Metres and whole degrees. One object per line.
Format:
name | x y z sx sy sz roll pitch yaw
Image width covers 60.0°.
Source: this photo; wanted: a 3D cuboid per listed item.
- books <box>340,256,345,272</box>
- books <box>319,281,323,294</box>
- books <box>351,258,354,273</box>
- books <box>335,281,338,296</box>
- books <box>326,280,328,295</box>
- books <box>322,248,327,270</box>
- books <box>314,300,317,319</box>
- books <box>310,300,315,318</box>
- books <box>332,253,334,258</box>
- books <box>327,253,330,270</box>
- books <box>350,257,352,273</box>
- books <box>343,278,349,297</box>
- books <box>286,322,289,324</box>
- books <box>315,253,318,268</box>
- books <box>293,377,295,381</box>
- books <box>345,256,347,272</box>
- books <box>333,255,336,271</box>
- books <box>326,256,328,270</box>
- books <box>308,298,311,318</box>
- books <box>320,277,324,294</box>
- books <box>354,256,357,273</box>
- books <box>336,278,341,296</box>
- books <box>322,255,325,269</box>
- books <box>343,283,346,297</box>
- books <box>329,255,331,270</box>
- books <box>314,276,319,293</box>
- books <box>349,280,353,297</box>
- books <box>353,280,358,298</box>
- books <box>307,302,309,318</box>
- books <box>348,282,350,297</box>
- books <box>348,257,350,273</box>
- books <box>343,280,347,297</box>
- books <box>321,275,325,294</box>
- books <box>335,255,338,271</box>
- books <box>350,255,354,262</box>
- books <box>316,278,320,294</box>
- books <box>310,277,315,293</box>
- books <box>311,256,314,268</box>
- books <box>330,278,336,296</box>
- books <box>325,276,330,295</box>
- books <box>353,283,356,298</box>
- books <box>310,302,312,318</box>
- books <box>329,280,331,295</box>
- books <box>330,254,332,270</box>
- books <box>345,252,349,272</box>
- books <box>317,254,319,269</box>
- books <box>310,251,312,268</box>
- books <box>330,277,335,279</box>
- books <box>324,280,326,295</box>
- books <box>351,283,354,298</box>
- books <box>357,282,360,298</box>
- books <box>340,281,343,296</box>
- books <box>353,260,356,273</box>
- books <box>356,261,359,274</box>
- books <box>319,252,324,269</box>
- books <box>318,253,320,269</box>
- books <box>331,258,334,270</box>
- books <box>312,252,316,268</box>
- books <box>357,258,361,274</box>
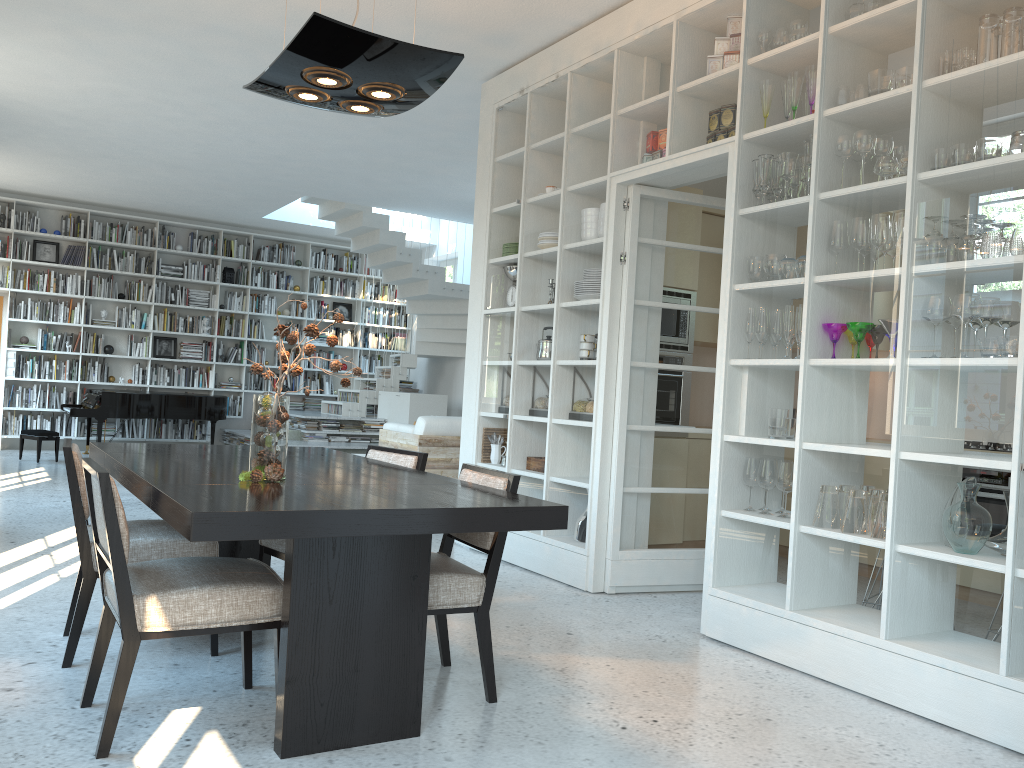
books | -2.562 -1.798 13.394 0.019 0.256 0.169 3 0 -31
books | -2.871 -1.427 13.220 0.025 0.207 0.175 3 0 -31
books | -2.453 -1.781 13.461 0.018 0.235 0.186 3 0 -31
books | -2.665 -1.424 13.335 0.030 0.230 0.187 3 0 -31
books | -2.806 -1.436 13.291 0.024 0.236 0.146 3 0 -31
books | -2.805 -1.853 13.246 0.014 0.332 0.180 3 0 -31
books | -2.948 -1.103 13.213 0.012 0.285 0.159 3 0 -31
books | -2.981 -1.107 13.186 0.065 0.289 0.145 3 0 -31
books | -2.715 -1.820 13.332 0.012 0.279 0.153 3 0 -31
books | -2.772 -1.816 13.272 0.014 0.262 0.168 3 0 -31
books | -2.479 -1.793 13.470 0.017 0.257 0.146 3 0 -31
books | -2.520 -1.447 13.429 0.022 0.294 0.180 3 0 -31
books | -3.298 -0.760 13.020 0.016 0.290 0.135 3 0 -31
books | -2.936 -1.817 13.169 0.026 0.242 0.184 3 0 -31
books | -3.239 -0.017 13.085 0.012 0.282 0.143 3 0 -31
books | -2.538 -1.795 13.418 0.016 0.252 0.189 3 0 -31
books | -2.688 -1.806 13.345 0.012 0.254 0.161 3 0 -31
books | -2.802 -1.796 13.278 0.030 0.220 0.133 3 0 -31
books | -3.026 -1.116 13.162 0.015 0.301 0.140 3 0 -31
books | -2.850 -1.452 13.238 0.026 0.261 0.167 3 0 -31
books | -2.405 -1.799 13.517 0.025 0.279 0.136 3 0 -31
books | -2.630 -1.448 13.387 0.048 0.283 0.162 3 0 -31
books | -2.833 -1.804 13.244 0.030 0.231 0.148 3 0 -31
books | -2.567 -1.411 13.408 0.031 0.217 0.165 3 0 -31
books | -2.758 -1.802 13.282 0.022 0.236 0.172 3 0 -31
books | -2.931 -1.468 13.199 0.052 0.282 0.166 3 0 -31
books | -2.475 -1.433 13.458 0.036 0.272 0.177 3 0 -31
books | -2.399 -1.433 13.519 0.026 0.284 0.147 3 0 -31
books | -3.054 -1.094 13.162 0.030 0.253 0.128 3 0 -31
books | -2.501 -1.423 13.454 0.011 0.249 0.152 3 0 -31
books | -2.492 -1.790 13.445 0.031 0.248 0.164 3 0 -31
books | -2.547 -1.433 13.429 0.023 0.264 0.156 3 0 -31
books | -2.837 -1.469 13.254 0.011 0.296 0.162 3 0 -31
books | -2.663 -1.806 13.345 0.030 0.257 0.164 3 0 -31
books | -2.446 -1.812 13.487 0.020 0.299 0.131 3 0 -31
books | -2.904 -1.450 13.227 0.026 0.250 0.130 3 0 -31
books | -2.971 -1.457 13.178 0.012 0.254 0.161 3 0 -31
books | -2.977 -1.790 13.138 0.022 0.182 0.189 3 0 -31
books | -2.705 -1.445 13.278 0.032 0.265 0.245 3 0 -31
books | -2.772 -1.460 13.286 0.026 0.288 0.156 3 0 -31
books | -2.423 -1.410 13.510 0.022 0.234 0.158 3 0 -31
books | -3.012 -1.089 13.161 0.011 0.248 0.155 3 0 -31
books | -2.757 -1.435 13.307 0.025 0.238 0.142 3 0 -31
books | -2.743 -1.809 13.300 0.021 0.254 0.151 3 0 -31
books | -2.511 -1.827 13.433 0.007 0.321 0.165 3 0 -31
books | -2.919 -1.810 13.189 0.024 0.231 0.168 3 0 -31
books | -3.005 -1.832 13.152 0.014 0.264 0.140 3 0 -31
books | -2.709 -1.455 13.345 0.012 0.285 0.159 3 0 -31
books | -2.822 -1.432 13.265 0.030 0.224 0.157 3 0 -31
books | -2.452 -1.415 13.482 0.030 0.241 0.162 3 0 -31
books | -2.374 -1.422 13.532 0.031 0.265 0.169 3 0 -31
books | -2.593 -1.425 13.383 0.014 0.240 0.189 3 0 -31
books | -2.421 -1.766 13.487 0.029 0.210 0.169 3 0 -31
books | -2.386 -1.764 13.536 0.031 0.211 0.131 3 0 -31
books | -2.864 -1.830 13.222 0.048 0.278 0.150 3 0 -31
books | -2.906 -1.818 13.217 0.027 0.249 0.140 3 0 -31
books | -2.718 -1.782 13.300 0.024 0.202 0.190 3 0 -31
books | -2.961 -1.823 13.160 0.025 0.250 0.178 3 0 -31
books | -2.349 -1.788 13.532 0.026 0.263 0.163 3 0 -31
